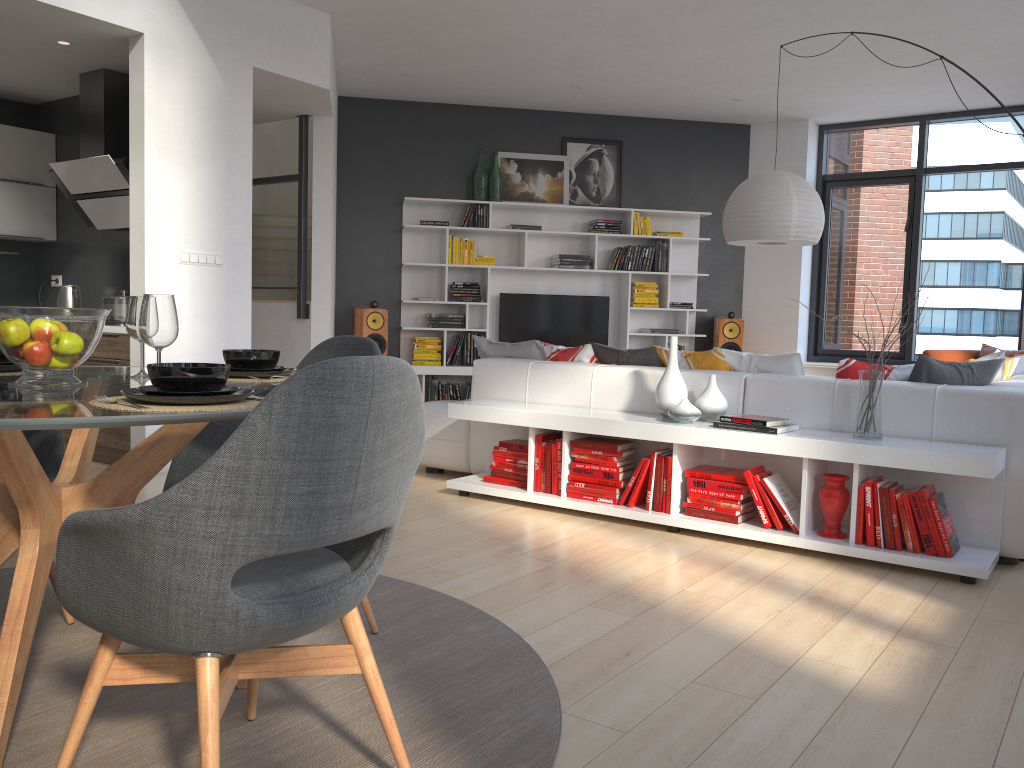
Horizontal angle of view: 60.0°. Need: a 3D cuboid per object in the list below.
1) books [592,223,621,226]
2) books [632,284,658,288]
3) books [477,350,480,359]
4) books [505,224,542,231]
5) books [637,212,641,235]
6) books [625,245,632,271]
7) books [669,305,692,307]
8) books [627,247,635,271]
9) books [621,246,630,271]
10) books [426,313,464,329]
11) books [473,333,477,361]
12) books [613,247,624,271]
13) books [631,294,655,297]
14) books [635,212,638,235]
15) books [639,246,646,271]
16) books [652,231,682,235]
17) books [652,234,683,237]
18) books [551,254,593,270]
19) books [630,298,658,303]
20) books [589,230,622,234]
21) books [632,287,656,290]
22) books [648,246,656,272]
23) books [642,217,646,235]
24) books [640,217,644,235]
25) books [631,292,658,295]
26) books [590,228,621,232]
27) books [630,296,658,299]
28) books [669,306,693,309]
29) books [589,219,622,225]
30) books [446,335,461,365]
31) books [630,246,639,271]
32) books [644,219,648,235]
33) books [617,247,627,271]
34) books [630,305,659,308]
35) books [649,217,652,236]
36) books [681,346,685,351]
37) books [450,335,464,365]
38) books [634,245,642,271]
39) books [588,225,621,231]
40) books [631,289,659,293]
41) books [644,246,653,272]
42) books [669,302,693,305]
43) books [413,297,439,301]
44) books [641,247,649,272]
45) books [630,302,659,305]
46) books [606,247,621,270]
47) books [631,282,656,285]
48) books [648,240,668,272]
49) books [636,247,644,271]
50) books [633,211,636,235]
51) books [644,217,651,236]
[{"bbox_3d":[0.922,-1.555,8.697,0.246,0.026,0.180,1,4,-8],"label":"books"},{"bbox_3d":[1.325,-0.975,8.836,0.223,0.023,0.163,1,4,-6],"label":"books"},{"bbox_3d":[-0.338,-0.317,8.572,0.028,0.272,0.200,1,4,-10],"label":"books"},{"bbox_3d":[0.108,-1.498,8.557,0.310,0.047,0.250,0,4,-15],"label":"books"},{"bbox_3d":[1.224,-1.567,8.719,0.054,0.224,0.164,1,4,-11],"label":"books"},{"bbox_3d":[1.119,-1.235,8.746,0.075,0.254,0.192,1,4,-11],"label":"books"},{"bbox_3d":[1.679,-0.781,8.852,0.198,0.015,0.142,1,4,-12],"label":"books"},{"bbox_3d":[1.146,-1.227,8.746,0.068,0.243,0.179,1,4,-11],"label":"books"},{"bbox_3d":[1.100,-1.225,8.717,0.069,0.242,0.172,1,4,-9],"label":"books"},{"bbox_3d":[-0.643,-0.606,8.517,0.343,0.137,0.277,1,4,-10],"label":"books"},{"bbox_3d":[-0.371,-0.338,8.571,0.034,0.315,0.239,1,4,-10],"label":"books"},{"bbox_3d":[1.031,-1.225,8.732,0.096,0.234,0.187,1,4,-10],"label":"books"},{"bbox_3d":[1.301,-0.878,8.826,0.217,0.023,0.145,1,4,-6],"label":"books"},{"bbox_3d":[1.196,-1.567,8.705,0.041,0.224,0.163,1,4,-12],"label":"books"},{"bbox_3d":[1.260,-1.232,8.769,0.075,0.254,0.192,1,4,-11],"label":"books"},{"bbox_3d":[1.536,-1.491,8.804,0.257,0.024,0.203,1,4,-7],"label":"books"},{"bbox_3d":[1.540,-1.465,8.798,0.257,0.028,0.194,1,4,-5],"label":"books"},{"bbox_3d":[0.584,-1.187,8.685,0.343,0.137,0.277,0,4,-15],"label":"books"},{"bbox_3d":[1.310,-0.833,8.837,0.243,0.042,0.189,1,4,-10],"label":"books"},{"bbox_3d":[0.914,-1.477,8.705,0.284,0.030,0.214,1,4,-7],"label":"books"},{"bbox_3d":[1.316,-0.953,8.840,0.227,0.022,0.160,2,4,5],"label":"books"},{"bbox_3d":[1.356,-1.234,8.785,0.066,0.260,0.197,1,4,-10],"label":"books"},{"bbox_3d":[1.279,-1.541,8.701,0.044,0.178,0.128,1,4,-10],"label":"books"},{"bbox_3d":[1.258,-1.542,8.704,0.054,0.180,0.132,1,4,-10],"label":"books"},{"bbox_3d":[1.310,-0.899,8.843,0.239,0.019,0.171,1,4,-10],"label":"books"},{"bbox_3d":[0.913,-1.503,8.707,0.264,0.020,0.189,1,4,-12],"label":"books"},{"bbox_3d":[1.306,-0.862,8.848,0.251,0.014,0.189,1,4,-7],"label":"books"},{"bbox_3d":[1.680,-0.762,8.851,0.213,0.023,0.161,1,4,-7],"label":"books"},{"bbox_3d":[0.918,-1.583,8.706,0.266,0.030,0.209,0,4,-17],"label":"books"},{"bbox_3d":[-0.581,-0.327,8.543,0.142,0.284,0.232,1,4,-10],"label":"books"},{"bbox_3d":[1.182,-1.232,8.756,0.084,0.249,0.191,1,4,-10],"label":"books"},{"bbox_3d":[1.299,-1.530,8.694,0.046,0.161,0.108,1,4,-11],"label":"books"},{"bbox_3d":[1.064,-1.224,8.724,0.081,0.233,0.169,1,4,-11],"label":"books"},{"bbox_3d":[1.313,-0.773,8.829,0.257,0.028,0.194,1,4,-5],"label":"books"},{"bbox_3d":[1.341,-1.544,8.723,0.044,0.184,0.142,1,4,-9],"label":"books"},{"bbox_3d":[1.698,-0.268,8.937,0.077,0.233,0.179,1,4,-10],"label":"books"},{"bbox_3d":[-0.527,-0.328,8.534,0.100,0.289,0.210,1,4,-11],"label":"books"},{"bbox_3d":[1.215,-1.236,8.763,0.066,0.260,0.197,1,4,-10],"label":"books"},{"bbox_3d":[0.913,-1.530,8.725,0.284,0.030,0.214,1,4,-7],"label":"books"},{"bbox_3d":[1.321,-0.924,8.841,0.239,0.033,0.176,1,4,-7],"label":"books"},{"bbox_3d":[1.323,-1.229,8.779,0.084,0.249,0.191,1,4,-10],"label":"books"},{"bbox_3d":[1.679,-0.801,8.866,0.213,0.023,0.161,1,4,-7],"label":"books"},{"bbox_3d":[-0.818,-0.803,8.437,0.209,0.030,0.266,0,4,-17],"label":"books"},{"bbox_3d":[1.287,-1.226,8.761,0.071,0.243,0.179,1,4,-11],"label":"books"},{"bbox_3d":[1.309,-0.799,8.835,0.257,0.024,0.203,1,4,-7],"label":"books"},{"bbox_3d":[0.998,-1.226,8.721,0.104,0.234,0.182,1,4,-10],"label":"books"},{"bbox_3d":[1.312,-1.001,8.855,0.223,0.023,0.163,1,4,-6],"label":"books"},{"bbox_3d":[1.448,-1.260,8.828,0.128,0.321,0.259,1,4,-10],"label":"books"},{"bbox_3d":[1.241,-1.223,8.740,0.069,0.242,0.172,1,4,-9],"label":"books"},{"bbox_3d":[1.177,-1.567,8.683,0.041,0.229,0.161,1,4,-11],"label":"books"},{"bbox_3d":[1.320,-1.543,8.711,0.064,0.184,0.141,1,4,-9],"label":"books"}]
